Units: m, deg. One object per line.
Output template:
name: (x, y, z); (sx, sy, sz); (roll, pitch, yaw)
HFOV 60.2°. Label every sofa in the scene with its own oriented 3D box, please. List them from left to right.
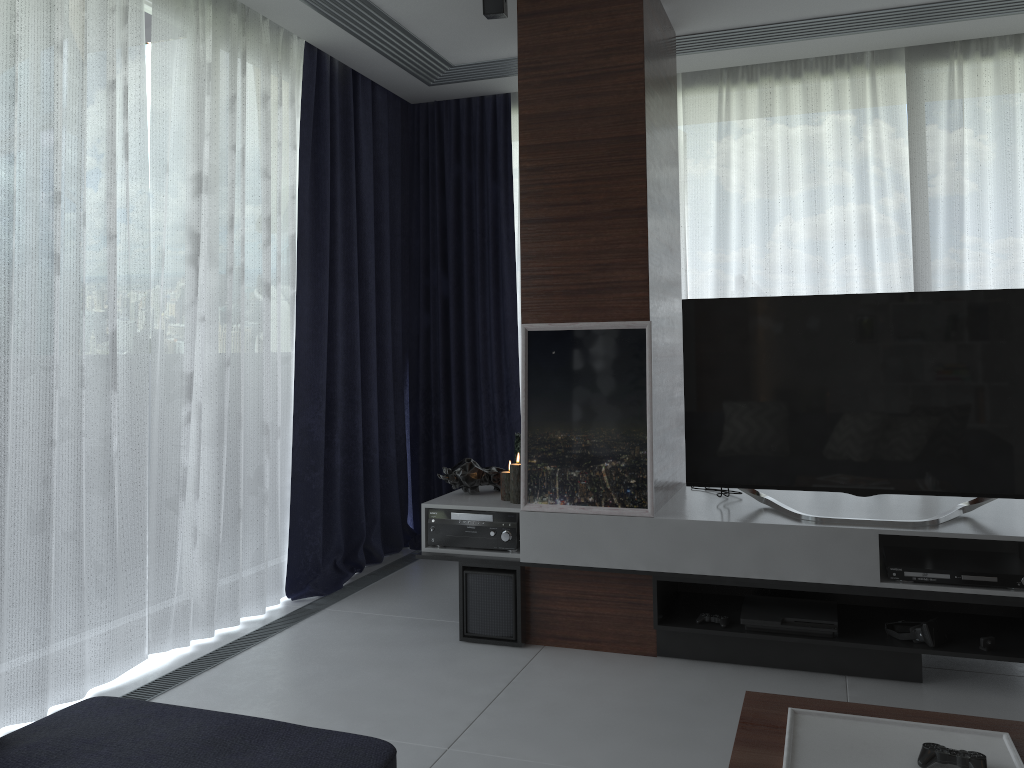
sofa: (-0.129, 0.766, 0.816); (2.871, 0.610, 1.898); (0, 2, 19)

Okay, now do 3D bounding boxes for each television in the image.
television: (1.237, 0.072, 3.143); (1.229, 0.789, 0.297); (-1, -2, 19)

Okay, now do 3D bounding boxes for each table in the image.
table: (0.765, 0.860, 1.440); (0.800, 0.353, 0.805); (0, 1, 19)

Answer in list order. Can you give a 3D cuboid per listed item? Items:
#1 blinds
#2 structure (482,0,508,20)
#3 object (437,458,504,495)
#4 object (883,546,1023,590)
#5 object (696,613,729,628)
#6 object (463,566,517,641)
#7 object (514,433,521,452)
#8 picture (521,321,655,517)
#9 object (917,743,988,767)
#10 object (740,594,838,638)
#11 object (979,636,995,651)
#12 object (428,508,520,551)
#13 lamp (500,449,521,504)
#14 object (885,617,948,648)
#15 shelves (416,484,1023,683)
blinds: (0.778, -0.339, 1.146); (5.794, 2.780, 7.131); (0, 1, 23)
structure: (-0.067, -1.507, 3.465); (0.084, 0.143, 0.114); (-1, -1, 9)
object: (-0.164, 0.387, 3.748); (0.311, 0.150, 0.137); (-1, -1, -23)
object: (1.484, 0.615, 2.965); (0.430, 0.053, 0.335); (0, 2, 19)
object: (0.713, 0.830, 3.123); (0.112, 0.036, 0.070); (0, 1, 32)
object: (-0.045, 0.831, 3.447); (0.213, 0.252, 0.254); (-1, -1, 19)
object: (0.094, 0.336, 4.007); (0.168, 0.230, 0.168); (-1, -1, -4)
picture: (0.272, 0.122, 3.265); (0.500, 0.703, 0.053); (-1, -3, 19)
object: (0.789, 0.668, 1.579); (0.112, 0.036, 0.070); (0, 1, 32)
object: (0.982, 0.811, 3.120); (0.314, 0.067, 0.313); (0, 2, 19)
object: (1.515, 0.827, 2.814); (0.044, 0.043, 0.043); (-1, -1, 20)
object: (-0.102, 0.565, 3.589); (0.369, 0.151, 0.368); (0, 1, 19)
lamp: (0.007, 0.363, 3.531); (0.077, 0.212, 0.153); (0, -2, -22)
object: (1.334, 0.809, 2.941); (0.117, 0.079, 0.183); (-1, 1, -41)
shelves: (0.878, 0.710, 3.454); (2.348, 0.501, 0.872); (0, 1, 19)
